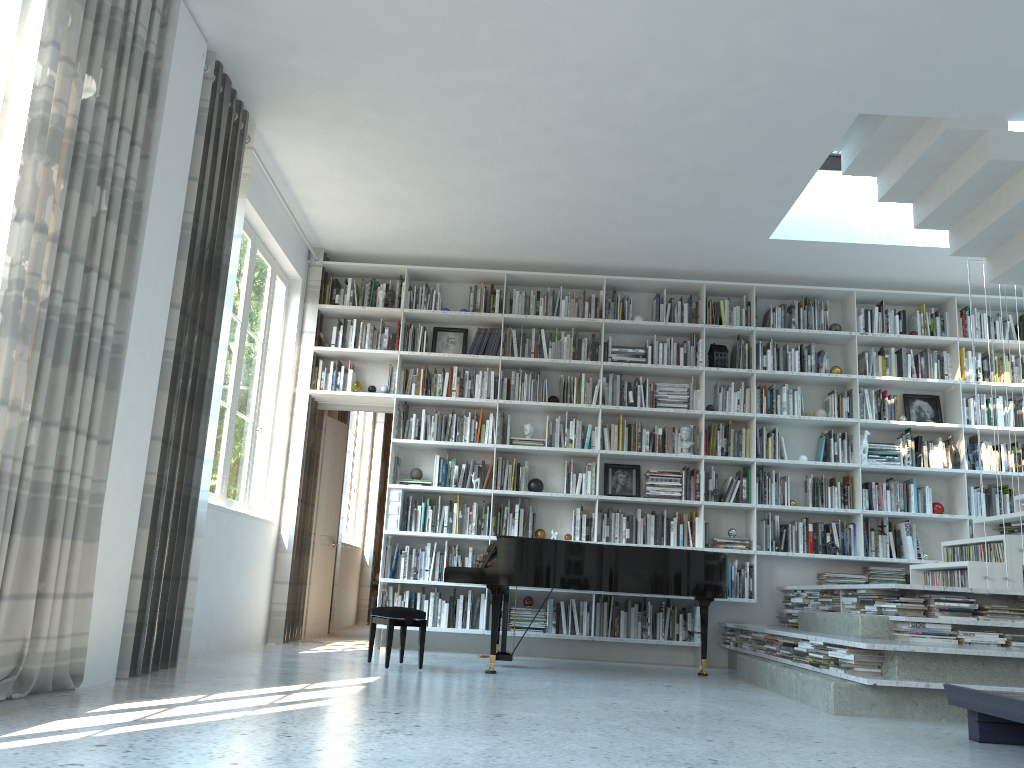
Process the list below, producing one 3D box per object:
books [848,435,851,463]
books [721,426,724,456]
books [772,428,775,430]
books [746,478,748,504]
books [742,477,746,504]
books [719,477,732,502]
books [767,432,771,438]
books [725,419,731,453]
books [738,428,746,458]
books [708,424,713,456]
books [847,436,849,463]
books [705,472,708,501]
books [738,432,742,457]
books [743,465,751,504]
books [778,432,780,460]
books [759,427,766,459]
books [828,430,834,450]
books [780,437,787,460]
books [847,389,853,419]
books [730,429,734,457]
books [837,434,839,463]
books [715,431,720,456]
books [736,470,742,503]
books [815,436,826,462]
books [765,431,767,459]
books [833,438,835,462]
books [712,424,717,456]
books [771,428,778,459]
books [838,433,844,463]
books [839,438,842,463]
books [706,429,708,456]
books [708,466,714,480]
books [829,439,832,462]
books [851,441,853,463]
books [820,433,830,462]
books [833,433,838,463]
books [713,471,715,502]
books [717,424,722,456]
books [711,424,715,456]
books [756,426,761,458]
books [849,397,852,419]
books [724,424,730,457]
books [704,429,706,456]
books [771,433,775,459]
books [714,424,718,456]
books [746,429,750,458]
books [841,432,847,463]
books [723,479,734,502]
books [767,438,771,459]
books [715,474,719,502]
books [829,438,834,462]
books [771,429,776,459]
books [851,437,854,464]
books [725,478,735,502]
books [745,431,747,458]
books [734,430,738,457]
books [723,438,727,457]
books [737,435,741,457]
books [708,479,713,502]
[{"bbox_3d":[2.766,0.562,7.332,0.011,0.252,0.169,3,-13,1],"label":"books"},{"bbox_3d":[1.733,0.502,7.379,0.035,0.277,0.139,3,-13,1],"label":"books"},{"bbox_3d":[2.191,0.521,7.401,0.011,0.299,0.089,3,-13,1],"label":"books"},{"bbox_3d":[1.908,0.890,7.272,0.021,0.226,0.148,3,-13,1],"label":"books"},{"bbox_3d":[1.883,0.887,7.260,0.029,0.222,0.171,3,-13,1],"label":"books"},{"bbox_3d":[1.734,0.879,7.262,0.095,0.227,0.190,3,-13,1],"label":"books"},{"bbox_3d":[2.118,0.536,7.354,0.008,0.242,0.169,3,-13,1],"label":"books"},{"bbox_3d":[1.792,0.472,7.367,0.021,0.337,0.169,3,-13,1],"label":"books"},{"bbox_3d":[1.905,0.513,7.359,0.032,0.266,0.143,3,-13,1],"label":"books"},{"bbox_3d":[1.639,0.484,7.361,0.035,0.292,0.145,3,-13,1],"label":"books"},{"bbox_3d":[2.754,0.569,7.348,0.013,0.244,0.159,3,-13,1],"label":"books"},{"bbox_3d":[1.585,0.862,7.288,0.028,0.252,0.143,3,-13,1],"label":"books"},{"bbox_3d":[1.881,0.526,7.361,0.028,0.239,0.146,3,-13,1],"label":"books"},{"bbox_3d":[1.928,0.842,7.279,0.014,0.324,0.183,3,-13,1],"label":"books"},{"bbox_3d":[2.200,0.536,7.363,0.007,0.253,0.161,3,-13,1],"label":"books"},{"bbox_3d":[2.063,0.509,7.335,0.013,0.278,0.192,3,-13,1],"label":"books"},{"bbox_3d":[2.636,0.539,7.361,0.013,0.294,0.154,3,-13,1],"label":"books"},{"bbox_3d":[2.228,0.554,7.331,0.051,0.209,0.177,3,-13,1],"label":"books"},{"bbox_3d":[2.815,0.193,7.415,0.005,0.277,0.183,3,-13,1],"label":"books"},{"bbox_3d":[1.808,0.515,7.361,0.033,0.252,0.175,3,-13,1],"label":"books"},{"bbox_3d":[2.674,0.556,7.344,0.015,0.259,0.152,3,-13,1],"label":"books"},{"bbox_3d":[1.695,0.517,7.355,0.015,0.231,0.180,3,-13,1],"label":"books"},{"bbox_3d":[1.864,0.860,7.288,0.013,0.285,0.139,3,-13,1],"label":"books"},{"bbox_3d":[2.554,0.562,7.353,0.056,0.240,0.154,3,-13,1],"label":"books"},{"bbox_3d":[2.090,0.529,7.361,0.013,0.255,0.145,3,-13,1],"label":"books"},{"bbox_3d":[2.644,0.572,7.355,0.007,0.229,0.147,3,-13,1],"label":"books"},{"bbox_3d":[1.664,0.485,7.356,0.035,0.292,0.145,3,-13,1],"label":"books"},{"bbox_3d":[2.178,0.517,7.359,0.013,0.286,0.159,3,-13,1],"label":"books"},{"bbox_3d":[2.707,0.552,7.353,0.032,0.274,0.155,3,-13,1],"label":"books"},{"bbox_3d":[2.686,0.572,7.332,0.012,0.224,0.178,3,-13,1],"label":"books"},{"bbox_3d":[1.608,0.511,7.382,0.013,0.246,0.177,3,-13,1],"label":"books"},{"bbox_3d":[1.634,0.837,7.289,0.013,0.306,0.141,3,-13,1],"label":"books"},{"bbox_3d":[2.611,0.576,7.336,0.006,0.209,0.188,3,-13,1],"label":"books"},{"bbox_3d":[2.782,0.586,7.342,0.023,0.211,0.164,3,-13,1],"label":"books"},{"bbox_3d":[2.592,0.550,7.349,0.021,0.263,0.174,3,-13,1],"label":"books"},{"bbox_3d":[2.657,0.553,7.344,0.018,0.262,0.165,3,-13,1],"label":"books"},{"bbox_3d":[1.646,0.860,7.293,0.012,0.265,0.158,3,-13,1],"label":"books"},{"bbox_3d":[1.714,0.487,7.358,0.019,0.293,0.164,3,-13,1],"label":"books"},{"bbox_3d":[1.652,0.488,7.371,0.035,0.292,0.145,3,-13,1],"label":"books"},{"bbox_3d":[2.019,0.506,7.352,0.035,0.287,0.192,3,-13,1],"label":"books"},{"bbox_3d":[2.804,0.229,7.414,0.012,0.205,0.170,3,-13,1],"label":"books"},{"bbox_3d":[1.778,0.488,7.344,0.019,0.292,0.182,3,-13,1],"label":"books"},{"bbox_3d":[1.593,0.509,7.371,0.014,0.243,0.145,3,-13,1],"label":"books"},{"bbox_3d":[2.151,0.538,7.358,0.017,0.242,0.133,3,-13,1],"label":"books"},{"bbox_3d":[1.677,0.489,7.371,0.035,0.292,0.145,3,-13,1],"label":"books"},{"bbox_3d":[1.944,0.516,7.370,0.033,0.268,0.142,3,-13,1],"label":"books"},{"bbox_3d":[2.729,0.549,7.331,0.012,0.273,0.184,3,-13,1],"label":"books"},{"bbox_3d":[1.751,0.890,7.264,0.089,0.209,0.176,3,-13,1],"label":"books"},{"bbox_3d":[2.104,0.553,7.324,0.017,0.191,0.192,3,-13,1],"label":"books"},{"bbox_3d":[1.669,0.869,7.291,0.035,0.248,0.141,3,-13,1],"label":"books"},{"bbox_3d":[2.621,0.572,7.337,0.013,0.218,0.187,3,-13,1],"label":"books"},{"bbox_3d":[2.163,0.523,7.352,0.006,0.269,0.179,3,-13,1],"label":"books"},{"bbox_3d":[2.799,0.568,7.337,0.010,0.245,0.159,3,-13,1],"label":"books"},{"bbox_3d":[1.767,0.888,7.285,0.095,0.225,0.144,3,-13,1],"label":"books"},{"bbox_3d":[1.924,0.526,7.371,0.019,0.247,0.149,3,-13,1],"label":"books"},{"bbox_3d":[1.831,0.515,7.335,0.027,0.241,0.189,3,-13,1],"label":"books"},{"bbox_3d":[1.756,0.551,7.371,0.030,0.180,0.132,3,-13,1],"label":"books"},{"bbox_3d":[1.854,0.537,7.339,0.034,0.204,0.181,3,-13,1],"label":"books"},{"bbox_3d":[1.611,0.888,7.262,0.027,0.191,0.183,3,-13,1],"label":"books"}]
